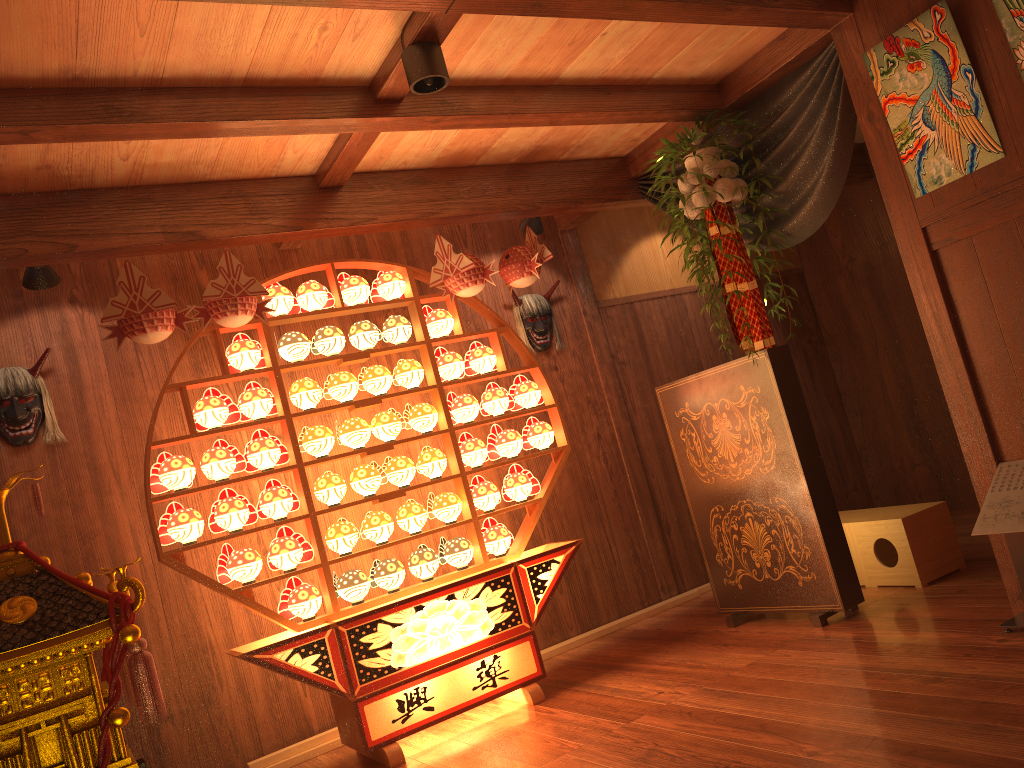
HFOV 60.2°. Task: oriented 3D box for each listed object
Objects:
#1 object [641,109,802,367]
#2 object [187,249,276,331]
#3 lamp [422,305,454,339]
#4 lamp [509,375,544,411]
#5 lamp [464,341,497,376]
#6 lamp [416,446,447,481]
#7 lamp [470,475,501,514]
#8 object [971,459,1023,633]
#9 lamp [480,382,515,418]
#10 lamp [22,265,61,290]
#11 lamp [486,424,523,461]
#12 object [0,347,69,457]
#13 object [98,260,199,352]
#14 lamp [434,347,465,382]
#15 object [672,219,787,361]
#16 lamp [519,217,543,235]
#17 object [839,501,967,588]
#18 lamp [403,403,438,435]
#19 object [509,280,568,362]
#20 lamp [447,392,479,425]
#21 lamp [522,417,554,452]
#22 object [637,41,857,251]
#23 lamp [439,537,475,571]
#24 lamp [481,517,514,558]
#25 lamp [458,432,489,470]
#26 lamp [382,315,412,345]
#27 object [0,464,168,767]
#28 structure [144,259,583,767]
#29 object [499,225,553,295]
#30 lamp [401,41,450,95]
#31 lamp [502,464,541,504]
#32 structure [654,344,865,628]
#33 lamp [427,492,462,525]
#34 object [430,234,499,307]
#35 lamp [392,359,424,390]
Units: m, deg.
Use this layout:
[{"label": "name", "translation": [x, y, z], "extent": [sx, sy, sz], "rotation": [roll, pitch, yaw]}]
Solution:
[{"label": "object", "translation": [1.009, -0.677, 4.136], "extent": [0.589, 1.258, 0.687], "rotation": [-11, -7, -41]}, {"label": "object", "translation": [-1.172, -0.375, 3.653], "extent": [0.358, 0.305, 0.209], "rotation": [-12, -6, -31]}, {"label": "lamp", "translation": [-0.357, -0.319, 4.373], "extent": [0.207, 0.200, 0.152], "rotation": [-10, -7, -45]}, {"label": "lamp", "translation": [0.077, 0.035, 4.534], "extent": [0.204, 0.200, 0.154], "rotation": [-14, -5, -16]}, {"label": "lamp", "translation": [-0.150, -0.137, 4.446], "extent": [0.193, 0.195, 0.154], "rotation": [-14, -5, -16]}, {"label": "lamp", "translation": [-0.379, 0.370, 4.195], "extent": [0.142, 0.173, 0.154], "rotation": [-14, -5, -15]}, {"label": "lamp", "translation": [-0.130, 0.531, 4.297], "extent": [0.190, 0.193, 0.154], "rotation": [-13, -5, -21]}, {"label": "object", "translation": [1.855, 0.568, 3.153], "extent": [0.309, 0.559, 0.243], "rotation": [-12, -6, -30]}, {"label": "lamp", "translation": [-0.087, 0.075, 4.434], "extent": [0.181, 0.191, 0.157], "rotation": [-15, -5, -1]}, {"label": "lamp", "translation": [-1.917, -0.465, 3.606], "extent": [0.140, 0.176, 0.169], "rotation": [-10, -7, -45]}, {"label": "lamp", "translation": [-0.013, 0.278, 4.424], "extent": [0.207, 0.200, 0.152], "rotation": [-10, -7, -45]}, {"label": "object", "translation": [-2.158, 0.099, 3.849], "extent": [0.375, 0.453, 0.134], "rotation": [-12, -6, -31]}, {"label": "object", "translation": [-1.447, -0.307, 3.474], "extent": [0.368, 0.310, 0.237], "rotation": [-15, -5, -6]}, {"label": "lamp", "translation": [-0.304, -0.107, 4.351], "extent": [0.206, 0.200, 0.152], "rotation": [-12, -6, -30]}, {"label": "object", "translation": [1.252, -0.638, 5.154], "extent": [0.769, 1.258, 0.523], "rotation": [-10, -7, -45]}, {"label": "lamp", "translation": [0.099, -0.895, 4.852], "extent": [0.137, 0.176, 0.173], "rotation": [-14, -5, -10]}, {"label": "object", "translation": [1.762, 0.882, 4.756], "extent": [0.335, 0.329, 1.258], "rotation": [-13, -6, -25]}, {"label": "lamp", "translation": [-0.419, 0.155, 4.227], "extent": [0.152, 0.173, 0.144], "rotation": [-18, -6, 30]}, {"label": "object", "translation": [0.170, -0.369, 5.280], "extent": [0.375, 0.453, 0.134], "rotation": [-12, -6, -31]}, {"label": "lamp", "translation": [-0.226, 0.107, 4.345], "extent": [0.152, 0.187, 0.196], "rotation": [-20, -7, 39]}, {"label": "lamp", "translation": [0.145, 0.249, 4.520], "extent": [0.187, 0.192, 0.154], "rotation": [-13, -5, -21]}, {"label": "object", "translation": [1.136, -0.976, 4.251], "extent": [0.098, 0.749, 1.458], "rotation": [-13, -6, -29]}, {"label": "lamp", "translation": [-0.245, 0.789, 4.175], "extent": [0.153, 0.173, 0.143], "rotation": [-18, -6, 25]}, {"label": "lamp", "translation": [-0.077, 0.740, 4.281], "extent": [0.198, 0.197, 0.154], "rotation": [-14, -5, -16]}, {"label": "lamp", "translation": [-0.190, 0.319, 4.313], "extent": [0.194, 0.195, 0.154], "rotation": [-13, -5, -21]}, {"label": "lamp", "translation": [-0.552, -0.264, 4.249], "extent": [0.142, 0.173, 0.154], "rotation": [-14, -5, -15]}, {"label": "object", "translation": [-1.325, 0.885, 2.479], "extent": [0.626, 1.512, 0.785], "rotation": [-12, -6, -30]}, {"label": "structure", "translation": [-0.574, 0.487, 4.059], "extent": [2.021, 2.192, 0.476], "rotation": [-12, -6, -31]}, {"label": "object", "translation": [0.027, -0.631, 4.390], "extent": [0.235, 0.317, 0.356], "rotation": [-12, -6, -35]}, {"label": "lamp", "translation": [-0.294, -1.071, 3.001], "extent": [0.137, 0.120, 0.142], "rotation": [-17, -6, 15]}, {"label": "lamp", "translation": [0.025, 0.494, 4.395], "extent": [0.199, 0.200, 0.158], "rotation": [-16, -5, 4]}, {"label": "structure", "translation": [1.165, 0.518, 4.268], "extent": [0.279, 1.248, 0.776], "rotation": [-12, -6, -34]}, {"label": "lamp", "translation": [-0.301, 0.578, 4.191], "extent": [0.153, 0.173, 0.143], "rotation": [-18, -6, 25]}, {"label": "object", "translation": [-0.239, -0.561, 4.222], "extent": [0.353, 0.313, 0.249], "rotation": [-19, -6, 36]}, {"label": "lamp", "translation": [-0.490, -0.054, 4.233], "extent": [0.143, 0.173, 0.153], "rotation": [-13, -6, -25]}]
